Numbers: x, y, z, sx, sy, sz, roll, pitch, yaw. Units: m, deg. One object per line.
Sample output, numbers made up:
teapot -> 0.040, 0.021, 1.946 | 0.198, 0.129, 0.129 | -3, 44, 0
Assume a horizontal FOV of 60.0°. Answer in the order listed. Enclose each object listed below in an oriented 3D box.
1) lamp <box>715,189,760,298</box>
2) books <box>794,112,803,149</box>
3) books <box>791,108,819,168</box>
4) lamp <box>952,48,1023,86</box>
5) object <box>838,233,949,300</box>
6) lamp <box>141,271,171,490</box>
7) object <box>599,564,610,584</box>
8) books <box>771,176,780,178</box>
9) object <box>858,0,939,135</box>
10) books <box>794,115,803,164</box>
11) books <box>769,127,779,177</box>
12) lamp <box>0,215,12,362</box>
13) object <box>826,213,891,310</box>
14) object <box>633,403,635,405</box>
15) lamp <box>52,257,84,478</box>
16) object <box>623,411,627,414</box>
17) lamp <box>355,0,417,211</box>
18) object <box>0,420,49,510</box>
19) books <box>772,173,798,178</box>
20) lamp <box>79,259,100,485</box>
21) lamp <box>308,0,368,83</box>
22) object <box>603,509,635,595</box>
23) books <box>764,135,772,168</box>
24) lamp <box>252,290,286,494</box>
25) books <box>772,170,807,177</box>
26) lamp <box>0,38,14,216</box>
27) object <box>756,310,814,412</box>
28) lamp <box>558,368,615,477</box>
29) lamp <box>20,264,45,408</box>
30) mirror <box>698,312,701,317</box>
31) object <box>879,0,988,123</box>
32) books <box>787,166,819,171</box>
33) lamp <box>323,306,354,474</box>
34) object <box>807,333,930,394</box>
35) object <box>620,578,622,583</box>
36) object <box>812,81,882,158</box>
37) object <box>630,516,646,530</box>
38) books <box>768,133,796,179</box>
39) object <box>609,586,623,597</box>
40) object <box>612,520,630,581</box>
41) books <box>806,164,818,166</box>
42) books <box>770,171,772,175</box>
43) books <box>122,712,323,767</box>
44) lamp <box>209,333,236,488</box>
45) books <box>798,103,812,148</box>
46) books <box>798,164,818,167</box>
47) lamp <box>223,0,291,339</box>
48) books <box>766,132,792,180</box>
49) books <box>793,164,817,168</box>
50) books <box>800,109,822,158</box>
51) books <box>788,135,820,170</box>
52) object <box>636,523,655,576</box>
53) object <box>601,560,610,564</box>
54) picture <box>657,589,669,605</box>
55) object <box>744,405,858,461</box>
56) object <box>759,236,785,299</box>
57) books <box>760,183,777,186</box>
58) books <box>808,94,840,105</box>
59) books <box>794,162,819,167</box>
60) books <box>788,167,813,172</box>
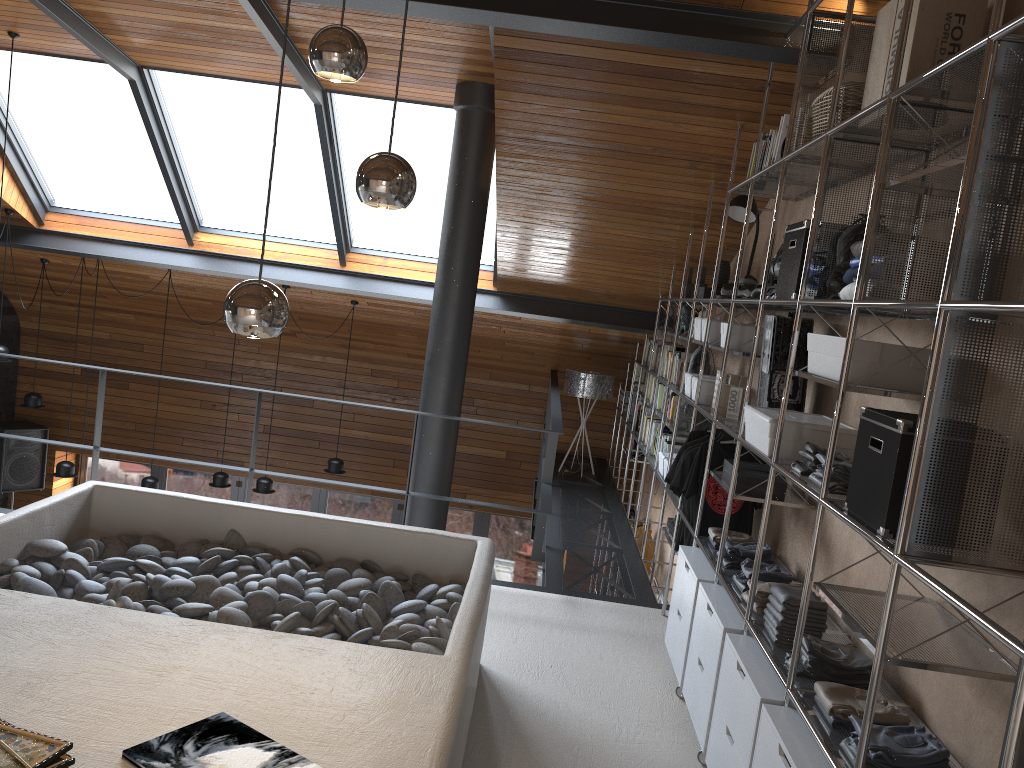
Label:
lamp -> 1.294, -0.787, 4.991 | 0.322, 0.660, 0.233 | 4, 7, -35
books -> 1.251, -1.014, 3.667 | 0.148, 0.206, 0.018 | 8, 6, 2
books -> 1.265, -1.033, 3.723 | 0.148, 0.234, 0.013 | 8, 6, 2
lamp -> 1.241, -1.088, 2.160 | 0.233, 0.660, 0.322 | 5, 6, -25
object -> 1.173, -0.346, 2.702 | 0.250, 0.229, 0.306 | 8, 6, 4
lamp -> -3.199, -0.025, 8.056 | 0.210, 2.034, 0.210 | 12, 7, 39
object -> 1.015, 1.960, 9.117 | 0.278, 0.222, 0.138 | 9, 6, 12
books -> 1.269, -1.052, 4.114 | 0.120, 0.186, 0.064 | 8, 6, 2
object -> 1.266, -1.014, 2.837 | 0.192, 0.382, 0.181 | 8, 6, 2
books -> 1.244, -1.016, 3.680 | 0.130, 0.208, 0.010 | 8, 6, 2
books -> 1.263, -1.061, 4.084 | 0.133, 0.215, 0.070 | 8, 6, 2
lamp -> -4.172, -0.790, 7.269 | 0.210, 1.206, 0.210 | 12, 7, 39
object -> 1.192, -0.417, 3.000 | 0.212, 0.319, 0.157 | 11, 7, 28
object -> 1.247, 0.196, 8.335 | 0.217, 0.013, 0.161 | 8, 6, 2
lamp -> -3.902, -0.181, 7.906 | 0.210, 2.036, 0.210 | 12, 7, 39
object -> 1.233, 0.296, 8.972 | 0.201, 0.012, 0.161 | 8, 6, 2
lamp -> -0.210, -1.142, 2.041 | 0.146, 1.474, 0.146 | 11, 7, 32
object -> -5.470, 1.571, 9.536 | 0.686, 2.298, 0.639 | 13, 8, 40
books -> 1.261, -1.054, 4.016 | 0.117, 0.218, 0.073 | 8, 6, 2
lamp -> -3.697, -0.064, 7.747 | 0.210, 2.273, 0.210 | 12, 7, 39
lamp -> -0.360, -1.351, 2.153 | 0.146, 1.204, 0.146 | 11, 7, 32
object -> 1.066, 1.659, 8.804 | 0.244, 0.879, 0.244 | 11, 7, 30
books -> 1.263, -1.058, 4.159 | 0.138, 0.189, 0.065 | 8, 6, 2
lamp -> -2.168, 0.048, 8.104 | 0.210, 1.911, 0.210 | 12, 7, 39
books -> 1.267, -1.048, 3.982 | 0.155, 0.212, 0.073 | 8, 6, 2
lamp -> -3.522, -0.722, 6.042 | 0.210, 3.208, 0.210 | 10, 6, 24
object -> 1.193, -0.049, 3.906 | 0.188, 0.559, 0.337 | 8, 6, 6
lamp -> 0.696, 0.379, 8.622 | 0.475, 1.002, 0.475 | 10, 6, 25
lamp -> -4.446, -0.464, 8.325 | 0.210, 1.369, 0.210 | 12, 7, 39
mirror -> 1.266, -0.379, 5.785 | 0.069, 0.168, 0.130 | 5, 7, -28
object -> 1.258, -0.995, 2.648 | 0.192, 0.382, 0.181 | 8, 6, 2
books -> 1.262, -1.041, 3.798 | 0.148, 0.234, 0.033 | 8, 6, 2
lamp -> -1.558, 0.049, 8.236 | 0.210, 1.565, 0.210 | 12, 7, 39
object -> 1.128, -0.069, 2.807 | 0.289, 0.135, 0.437 | 8, 6, 2
object -> 0.963, 1.530, 7.336 | 0.208, 0.280, 0.131 | 6, 6, -16
object -> 1.258, -0.965, 3.279 | 0.262, 0.198, 0.417 | 8, 6, 2
object -> 1.102, 1.390, 8.031 | 0.207, 0.442, 0.328 | 7, 6, -5
books -> 1.263, -1.049, 4.073 | 0.126, 0.194, 0.064 | 8, 6, 2
object -> 0.951, 1.945, 8.088 | 0.219, 0.440, 0.463 | 8, 6, 2
object -> 1.073, 1.710, 8.539 | 0.305, 0.839, 0.237 | 8, 6, 4
books -> 1.262, -1.028, 3.688 | 0.129, 0.231, 0.010 | 8, 6, 2
books -> 1.262, -1.051, 4.055 | 0.123, 0.201, 0.071 | 8, 6, 2
books -> -0.616, 0.813, 1.901 | 0.347, 0.019, 0.260 | 12, 7, 33
lamp -> -2.681, -0.012, 8.448 | 0.210, 2.002, 0.210 | 12, 7, 39
books -> 1.241, -1.024, 3.621 | 0.129, 0.231, 0.010 | 8, 6, 2
books -> 1.273, -1.020, 3.711 | 0.136, 0.213, 0.014 | 8, 6, 2
lamp -> -0.472, -0.977, 1.940 | 0.146, 1.771, 0.146 | 11, 6, 27
books -> 1.264, -1.060, 4.128 | 0.131, 0.202, 0.068 | 8, 6, 2
books -> 1.268, -1.020, 3.738 | 0.148, 0.206, 0.014 | 8, 6, 1
books -> 1.249, -1.006, 3.593 | 0.129, 0.203, 0.021 | 8, 6, 2
books -> 1.257, -1.021, 3.773 | 0.143, 0.199, 0.054 | 8, 6, 2
object -> 1.122, 1.432, 7.582 | 0.215, 0.458, 0.328 | 8, 6, 7
object -> 1.022, 1.935, 9.367 | 0.233, 0.209, 0.107 | 7, 6, -11
picture -> 1.113, 1.989, 6.985 | 0.136, 0.625, 0.544 | 8, 6, 2
object -> 1.097, 0.197, 3.413 | 0.343, 0.147, 0.445 | 8, 6, 2
object -> 1.215, -0.517, 3.843 | 0.174, 0.342, 0.416 | 8, 6, 6
books -> 1.279, -1.077, 4.348 | 0.139, 0.199, 0.074 | 8, 6, 1
books -> 1.263, -1.041, 3.634 | 0.143, 0.268, 0.020 | 8, 6, 2
books -> 1.254, -1.003, 3.701 | 0.128, 0.176, 0.009 | 8, 6, 2
books -> 1.258, -1.042, 3.821 | 0.148, 0.232, 0.053 | 8, 6, 2
